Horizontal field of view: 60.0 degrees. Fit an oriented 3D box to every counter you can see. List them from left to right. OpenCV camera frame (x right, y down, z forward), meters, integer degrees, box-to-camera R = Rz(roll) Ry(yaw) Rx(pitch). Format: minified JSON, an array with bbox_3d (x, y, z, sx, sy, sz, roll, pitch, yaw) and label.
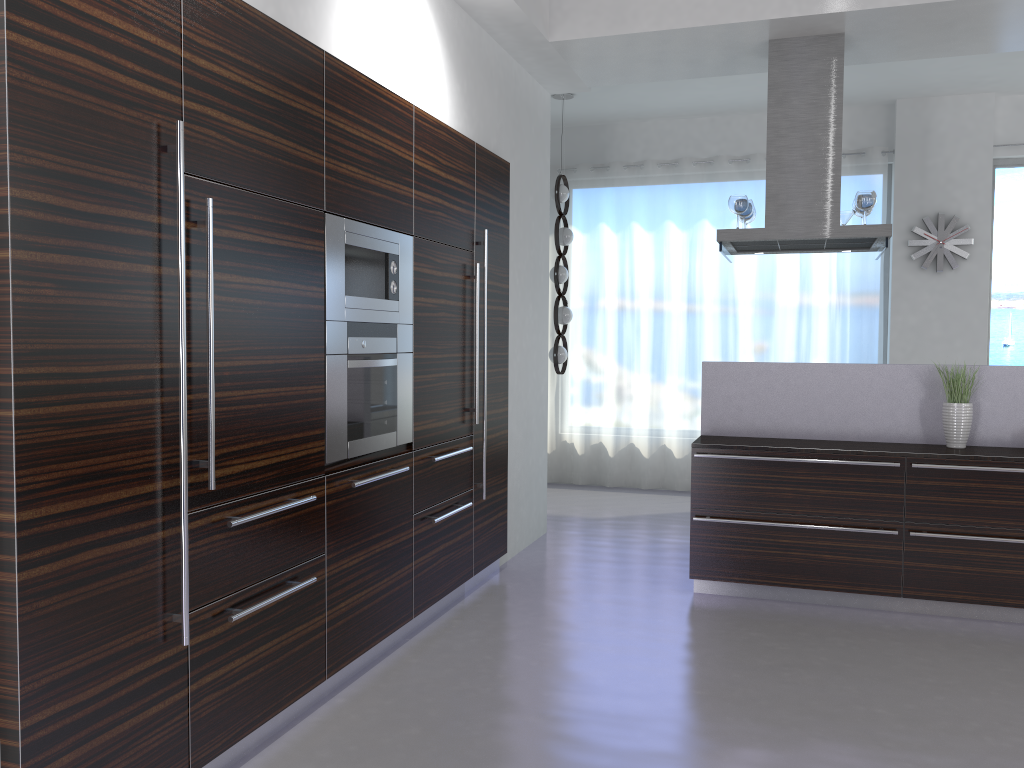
[{"bbox_3d":[2.763,0.542,5.049,3.291,1.300,1.302,1,3,18],"label":"counter"}]

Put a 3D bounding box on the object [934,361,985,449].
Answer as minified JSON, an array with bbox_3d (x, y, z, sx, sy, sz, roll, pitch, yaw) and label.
[{"bbox_3d":[2.409,0.096,4.801,0.269,0.502,0.247,1,3,19],"label":"object"}]

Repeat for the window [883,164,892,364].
[{"bbox_3d":[1.945,-0.730,8.417,3.000,2.500,0.100,1,3,18],"label":"window"}]

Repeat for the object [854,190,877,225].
[{"bbox_3d":[2.107,-1.036,5.287,0.125,0.221,0.125,3,4,43],"label":"object"}]

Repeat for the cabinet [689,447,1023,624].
[{"bbox_3d":[2.756,0.767,5.050,3.285,0.852,1.377,1,3,18],"label":"cabinet"}]

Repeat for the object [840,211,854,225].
[{"bbox_3d":[2.177,-1.038,5.819,0.137,0.174,0.137,0,3,-17],"label":"object"}]

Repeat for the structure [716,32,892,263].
[{"bbox_3d":[1.851,-1.430,5.622,0.981,1.231,0.915,1,3,18],"label":"structure"}]

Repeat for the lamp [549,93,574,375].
[{"bbox_3d":[0.427,-1.265,7.592,0.180,2.370,0.367,1,3,12],"label":"lamp"}]

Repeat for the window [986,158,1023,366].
[{"bbox_3d":[5.505,-0.647,7.243,3.000,2.500,0.100,1,3,18],"label":"window"}]

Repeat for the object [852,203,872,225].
[{"bbox_3d":[2.202,-1.050,5.576,0.125,0.221,0.125,3,4,43],"label":"object"}]

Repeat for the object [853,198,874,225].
[{"bbox_3d":[2.156,-1.043,5.437,0.125,0.221,0.125,3,4,43],"label":"object"}]

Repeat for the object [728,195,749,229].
[{"bbox_3d":[1.396,-1.050,5.478,0.125,0.221,0.125,3,4,43],"label":"object"}]

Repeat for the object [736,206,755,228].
[{"bbox_3d":[1.521,-1.065,5.788,0.125,0.221,0.125,3,4,43],"label":"object"}]

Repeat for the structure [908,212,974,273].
[{"bbox_3d":[3.617,-1.194,7.486,0.505,0.505,0.076,1,3,18],"label":"structure"}]

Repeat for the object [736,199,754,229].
[{"bbox_3d":[1.473,-1.058,5.638,0.125,0.221,0.125,3,4,43],"label":"object"}]

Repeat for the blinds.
[{"bbox_3d":[1.719,-0.537,8.265,3.245,3.112,0.120,1,3,18],"label":"blinds"}]

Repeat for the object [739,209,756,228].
[{"bbox_3d":[1.567,-1.071,5.927,0.125,0.221,0.125,3,4,43],"label":"object"}]

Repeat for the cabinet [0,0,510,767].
[{"bbox_3d":[-0.856,-0.025,3.841,0.669,2.500,3.600,1,3,18],"label":"cabinet"}]
